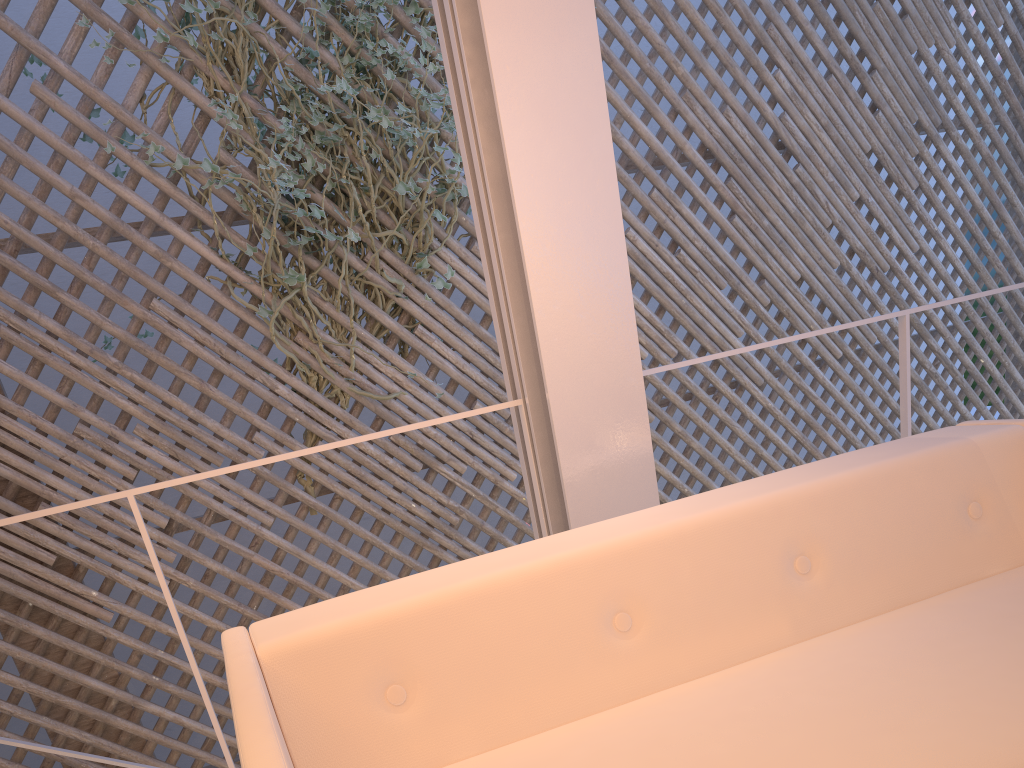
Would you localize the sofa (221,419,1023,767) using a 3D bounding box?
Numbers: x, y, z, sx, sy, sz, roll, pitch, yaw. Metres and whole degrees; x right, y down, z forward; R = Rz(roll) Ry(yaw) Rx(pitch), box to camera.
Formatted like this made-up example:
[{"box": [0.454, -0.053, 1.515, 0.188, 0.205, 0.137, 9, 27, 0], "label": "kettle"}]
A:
[{"box": [0.274, 0.321, 0.809, 0.961, 0.405, 0.472, -13, 9, -16], "label": "sofa"}]

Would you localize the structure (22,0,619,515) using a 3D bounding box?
[{"box": [-0.296, -1.097, 2.399, 2.267, 2.970, 0.689, -17, 19, -23], "label": "structure"}]

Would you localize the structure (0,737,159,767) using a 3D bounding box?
[{"box": [-0.950, 1.267, 2.011, 1.890, 2.141, 1.112, -17, 16, -23], "label": "structure"}]

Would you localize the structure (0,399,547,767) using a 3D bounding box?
[{"box": [-0.708, 0.485, 1.111, 1.661, 0.619, 0.025, -13, 19, -15], "label": "structure"}]

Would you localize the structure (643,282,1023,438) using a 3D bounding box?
[{"box": [0.989, 0.101, 1.586, 1.659, 0.619, 0.025, -13, 19, -15], "label": "structure"}]
